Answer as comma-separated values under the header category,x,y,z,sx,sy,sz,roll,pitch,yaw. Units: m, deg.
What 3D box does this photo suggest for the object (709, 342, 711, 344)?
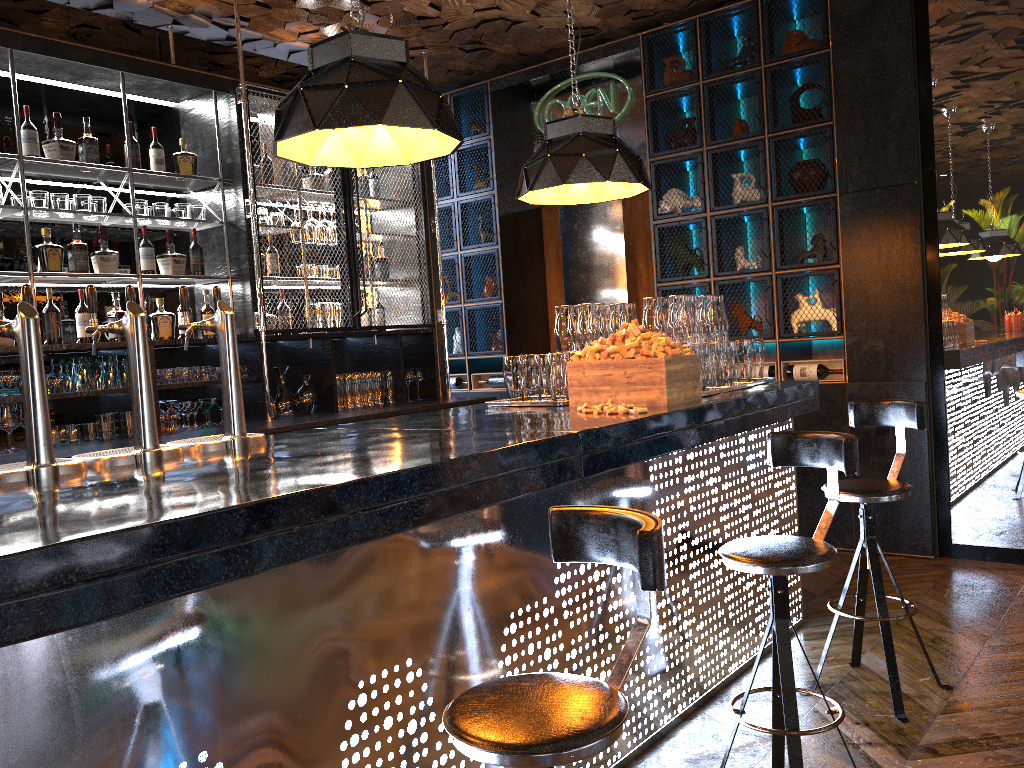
category,x,y,z,sx,sy,sz,roll,pitch,yaw
object,0.892,-0.087,4.043,0.105,0.209,0.105,-5,3,-26

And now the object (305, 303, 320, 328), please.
category,x,y,z,sx,sy,sz,roll,pitch,yaw
object,-1.336,-0.434,5.967,0.105,0.209,0.105,-3,3,23

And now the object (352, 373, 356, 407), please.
category,x,y,z,sx,sy,sz,roll,pitch,yaw
object,-1.068,0.043,6.045,0.079,0.231,0.079,-6,4,-41

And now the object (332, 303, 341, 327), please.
category,x,y,z,sx,sy,sz,roll,pitch,yaw
object,-1.215,-0.445,6.034,0.105,0.209,0.105,-3,3,23

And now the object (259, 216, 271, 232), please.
category,x,y,z,sx,sy,sz,roll,pitch,yaw
object,-1.609,-1.040,5.766,0.089,0.092,0.089,-5,3,-26

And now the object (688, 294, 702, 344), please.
category,x,y,z,sx,sy,sz,roll,pitch,yaw
object,0.749,-0.273,3.763,0.105,0.209,0.105,-5,3,-26

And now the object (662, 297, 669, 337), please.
category,x,y,z,sx,sy,sz,roll,pitch,yaw
object,0.665,-0.271,3.845,0.105,0.209,0.105,-5,3,-26

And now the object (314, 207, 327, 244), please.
category,x,y,z,sx,sy,sz,roll,pitch,yaw
object,-1.315,-1.086,6.096,0.092,0.244,0.092,-2,3,33

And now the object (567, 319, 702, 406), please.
category,x,y,z,sx,sy,sz,roll,pitch,yaw
object,0.493,-0.091,3.528,0.464,0.332,0.340,-1,4,42

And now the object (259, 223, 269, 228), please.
category,x,y,z,sx,sy,sz,roll,pitch,yaw
object,-1.573,-1.033,5.568,0.089,0.092,0.089,-5,3,-26

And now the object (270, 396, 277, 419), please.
category,x,y,z,sx,sy,sz,roll,pitch,yaw
object,-1.562,0.064,5.486,0.186,0.307,0.186,-1,4,44

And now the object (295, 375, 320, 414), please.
category,x,y,z,sx,sy,sz,roll,pitch,yaw
object,-1.318,0.068,5.702,0.158,0.248,0.158,-2,3,33

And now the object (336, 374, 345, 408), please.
category,x,y,z,sx,sy,sz,roll,pitch,yaw
object,-1.175,0.049,6.065,0.079,0.231,0.079,-5,3,-19

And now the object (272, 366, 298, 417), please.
category,x,y,z,sx,sy,sz,roll,pitch,yaw
object,-1.452,0.047,5.625,0.170,0.313,0.170,-2,3,33

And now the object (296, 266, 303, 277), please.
category,x,y,z,sx,sy,sz,roll,pitch,yaw
object,-1.388,-0.736,5.900,0.089,0.092,0.089,-4,3,5

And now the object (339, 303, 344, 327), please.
category,x,y,z,sx,sy,sz,roll,pitch,yaw
object,-1.179,-0.453,6.158,0.105,0.209,0.105,-3,3,23

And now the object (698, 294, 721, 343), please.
category,x,y,z,sx,sy,sz,roll,pitch,yaw
object,0.865,-0.288,3.915,0.105,0.209,0.105,-5,3,-26

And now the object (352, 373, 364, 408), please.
category,x,y,z,sx,sy,sz,roll,pitch,yaw
object,-1.035,0.045,5.954,0.079,0.231,0.079,-3,3,15

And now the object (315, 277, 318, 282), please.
category,x,y,z,sx,sy,sz,roll,pitch,yaw
object,-1.326,-0.748,6.087,0.089,0.092,0.089,-3,3,14

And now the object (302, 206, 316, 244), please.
category,x,y,z,sx,sy,sz,roll,pitch,yaw
object,-1.376,-1.079,6.018,0.092,0.244,0.092,-2,3,33

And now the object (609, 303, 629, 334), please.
category,x,y,z,sx,sy,sz,roll,pitch,yaw
object,0.507,-0.277,4.184,0.105,0.209,0.105,-5,3,-26

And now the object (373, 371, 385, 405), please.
category,x,y,z,sx,sy,sz,roll,pitch,yaw
object,-0.915,0.030,6.099,0.079,0.231,0.079,-5,3,-16

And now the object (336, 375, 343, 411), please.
category,x,y,z,sx,sy,sz,roll,pitch,yaw
object,-1.147,0.060,5.806,0.079,0.231,0.079,-5,3,-16

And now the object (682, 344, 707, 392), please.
category,x,y,z,sx,sy,sz,roll,pitch,yaw
object,0.745,-0.058,3.646,0.105,0.209,0.105,-5,3,-26

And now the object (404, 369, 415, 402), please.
category,x,y,z,sx,sy,sz,roll,pitch,yaw
object,-0.742,0.012,6.308,0.101,0.227,0.101,-3,3,16

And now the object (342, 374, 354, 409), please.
category,x,y,z,sx,sy,sz,roll,pitch,yaw
object,-1.085,0.052,5.887,0.079,0.231,0.079,-2,3,35

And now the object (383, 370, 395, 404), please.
category,x,y,z,sx,sy,sz,roll,pitch,yaw
object,-0.852,0.022,6.180,0.079,0.231,0.079,-2,3,35

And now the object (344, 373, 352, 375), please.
category,x,y,z,sx,sy,sz,roll,pitch,yaw
object,-1.116,0.043,6.123,0.079,0.231,0.079,-2,3,32

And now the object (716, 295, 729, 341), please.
category,x,y,z,sx,sy,sz,roll,pitch,yaw
object,0.917,-0.295,3.989,0.105,0.209,0.105,-5,3,-26

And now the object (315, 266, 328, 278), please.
category,x,y,z,sx,sy,sz,roll,pitch,yaw
object,-1.282,-0.746,5.963,0.089,0.092,0.089,-2,3,39

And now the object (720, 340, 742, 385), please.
category,x,y,z,sx,sy,sz,roll,pitch,yaw
object,0.972,-0.088,3.967,0.105,0.209,0.105,-5,3,-26

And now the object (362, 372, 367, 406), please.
category,x,y,z,sx,sy,sz,roll,pitch,yaw
object,-1.016,0.036,6.119,0.079,0.231,0.079,-2,4,40

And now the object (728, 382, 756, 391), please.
category,x,y,z,sx,sy,sz,roll,pitch,yaw
object,0.849,0.015,4.011,0.437,0.019,0.273,-2,3,38

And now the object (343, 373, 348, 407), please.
category,x,y,z,sx,sy,sz,roll,pitch,yaw
object,-1.159,0.041,6.219,0.079,0.231,0.079,-5,3,-26

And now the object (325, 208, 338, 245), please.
category,x,y,z,sx,sy,sz,roll,pitch,yaw
object,-1.251,-1.094,6.177,0.092,0.244,0.092,-2,3,33

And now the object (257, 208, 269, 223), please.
category,x,y,z,sx,sy,sz,roll,pitch,yaw
object,-1.574,-1.053,5.567,0.089,0.092,0.089,-5,3,-26

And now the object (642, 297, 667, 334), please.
category,x,y,z,sx,sy,sz,roll,pitch,yaw
object,0.599,-0.263,3.754,0.105,0.209,0.105,-5,3,-26

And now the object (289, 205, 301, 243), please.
category,x,y,z,sx,sy,sz,roll,pitch,yaw
object,-1.444,-1.070,5.932,0.092,0.244,0.092,-2,3,33

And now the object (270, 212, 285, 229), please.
category,x,y,z,sx,sy,sz,roll,pitch,yaw
object,-1.495,-1.042,5.646,0.089,0.092,0.089,-4,3,-1

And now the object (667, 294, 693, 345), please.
category,x,y,z,sx,sy,sz,roll,pitch,yaw
object,0.696,-0.266,3.689,0.105,0.209,0.105,-5,3,-26

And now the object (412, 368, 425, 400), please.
category,x,y,z,sx,sy,sz,roll,pitch,yaw
object,-0.684,0.001,6.445,0.101,0.227,0.101,-3,3,16

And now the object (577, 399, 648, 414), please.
category,x,y,z,sx,sy,sz,roll,pitch,yaw
object,0.361,0.086,3.201,0.198,0.045,0.377,-4,3,-13

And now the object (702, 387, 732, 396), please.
category,x,y,z,sx,sy,sz,roll,pitch,yaw
object,0.681,0.037,3.784,0.437,0.019,0.273,-2,3,38

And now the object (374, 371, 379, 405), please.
category,x,y,z,sx,sy,sz,roll,pitch,yaw
object,-0.955,0.029,6.193,0.079,0.231,0.079,-3,3,18

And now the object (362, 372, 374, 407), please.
category,x,y,z,sx,sy,sz,roll,pitch,yaw
object,-0.973,0.038,6.030,0.079,0.231,0.079,-5,3,-25

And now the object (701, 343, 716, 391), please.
category,x,y,z,sx,sy,sz,roll,pitch,yaw
object,0.803,-0.066,3.741,0.105,0.209,0.105,-5,3,-26

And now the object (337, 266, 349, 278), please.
category,x,y,z,sx,sy,sz,roll,pitch,yaw
object,-1.146,-0.758,6.037,0.089,0.092,0.089,-3,3,23

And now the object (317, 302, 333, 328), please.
category,x,y,z,sx,sy,sz,roll,pitch,yaw
object,-1.241,-0.437,5.901,0.105,0.209,0.105,-3,3,23

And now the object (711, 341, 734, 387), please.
category,x,y,z,sx,sy,sz,roll,pitch,yaw
object,0.913,-0.080,3.872,0.105,0.209,0.105,-5,3,-26

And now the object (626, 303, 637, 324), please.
category,x,y,z,sx,sy,sz,roll,pitch,yaw
object,0.560,-0.284,4.258,0.105,0.209,0.105,-5,3,-26
